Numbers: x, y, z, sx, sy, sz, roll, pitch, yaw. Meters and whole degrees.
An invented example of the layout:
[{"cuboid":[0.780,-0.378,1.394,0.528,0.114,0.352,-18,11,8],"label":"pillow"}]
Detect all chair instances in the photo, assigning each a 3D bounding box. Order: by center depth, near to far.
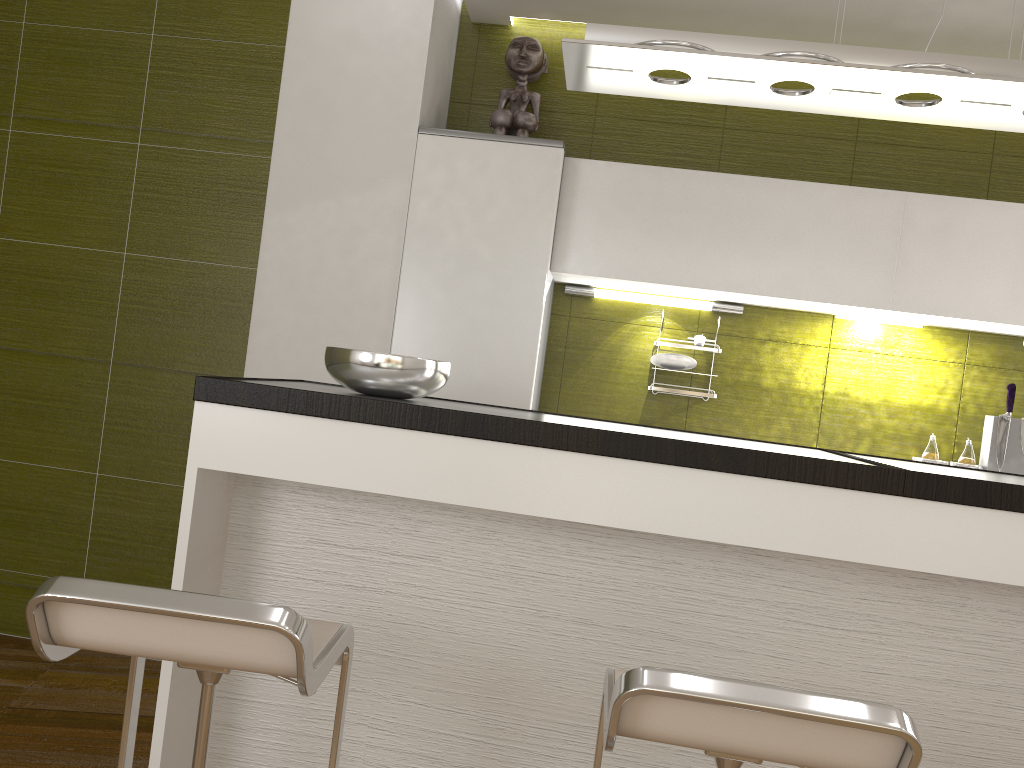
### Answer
[{"cuboid":[0.305,0.822,1.366,0.418,0.857,0.460,7,0,6],"label":"chair"},{"cuboid":[-0.530,0.715,1.452,0.418,0.857,0.460,7,0,1],"label":"chair"}]

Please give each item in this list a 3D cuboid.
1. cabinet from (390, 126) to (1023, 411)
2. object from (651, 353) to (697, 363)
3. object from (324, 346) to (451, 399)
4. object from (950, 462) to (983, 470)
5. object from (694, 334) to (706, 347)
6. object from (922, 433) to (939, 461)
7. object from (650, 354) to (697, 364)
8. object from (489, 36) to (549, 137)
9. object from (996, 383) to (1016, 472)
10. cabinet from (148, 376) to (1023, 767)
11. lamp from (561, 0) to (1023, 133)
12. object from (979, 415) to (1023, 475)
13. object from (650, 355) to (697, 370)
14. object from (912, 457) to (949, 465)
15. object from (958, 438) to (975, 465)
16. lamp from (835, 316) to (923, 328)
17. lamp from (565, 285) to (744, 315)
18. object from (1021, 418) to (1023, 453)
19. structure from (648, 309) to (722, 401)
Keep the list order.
[{"cuboid":[1.277,0.316,3.421,3.471,2.089,0.724,7,0,6],"label":"cabinet"},{"cuboid":[0.639,-0.090,3.508,0.181,0.052,0.173,7,0,6],"label":"object"},{"cuboid":[-0.311,-0.021,2.204,0.311,0.105,0.311,7,0,19],"label":"object"},{"cuboid":[1.727,0.320,3.375,0.107,0.032,0.107,7,0,18],"label":"object"},{"cuboid":[0.748,-0.171,3.540,0.046,0.053,0.051,8,0,37],"label":"object"},{"cuboid":[1.597,0.248,3.376,0.059,0.121,0.059,7,0,-38],"label":"object"},{"cuboid":[0.638,-0.087,3.507,0.181,0.052,0.173,7,0,6],"label":"object"},{"cuboid":[0.027,-1.143,3.491,0.195,0.488,0.304,7,0,4],"label":"object"},{"cuboid":[1.842,0.164,3.319,0.046,0.339,0.013,7,0,6],"label":"object"},{"cuboid":[0.737,0.735,2.083,2.947,1.134,0.663,7,0,6],"label":"cabinet"},{"cuboid":[0.998,-1.004,2.083,1.677,0.683,0.326,7,0,6],"label":"lamp"},{"cuboid":[1.942,0.250,3.349,0.293,0.227,0.107,7,0,6],"label":"object"},{"cuboid":[0.638,-0.084,3.506,0.181,0.052,0.173,7,0,6],"label":"object"},{"cuboid":[1.590,0.302,3.377,0.107,0.032,0.107,7,0,6],"label":"object"},{"cuboid":[1.734,0.265,3.374,0.059,0.121,0.059,7,0,-27],"label":"object"},{"cuboid":[1.452,-0.246,3.511,0.334,0.008,0.008,7,0,6],"label":"lamp"},{"cuboid":[0.570,-0.340,3.588,0.715,0.041,0.041,7,0,6],"label":"lamp"},{"cuboid":[1.925,0.136,3.311,0.042,0.264,0.013,7,0,6],"label":"object"},{"cuboid":[0.696,-0.116,3.534,0.266,0.346,0.110,7,0,6],"label":"structure"}]
